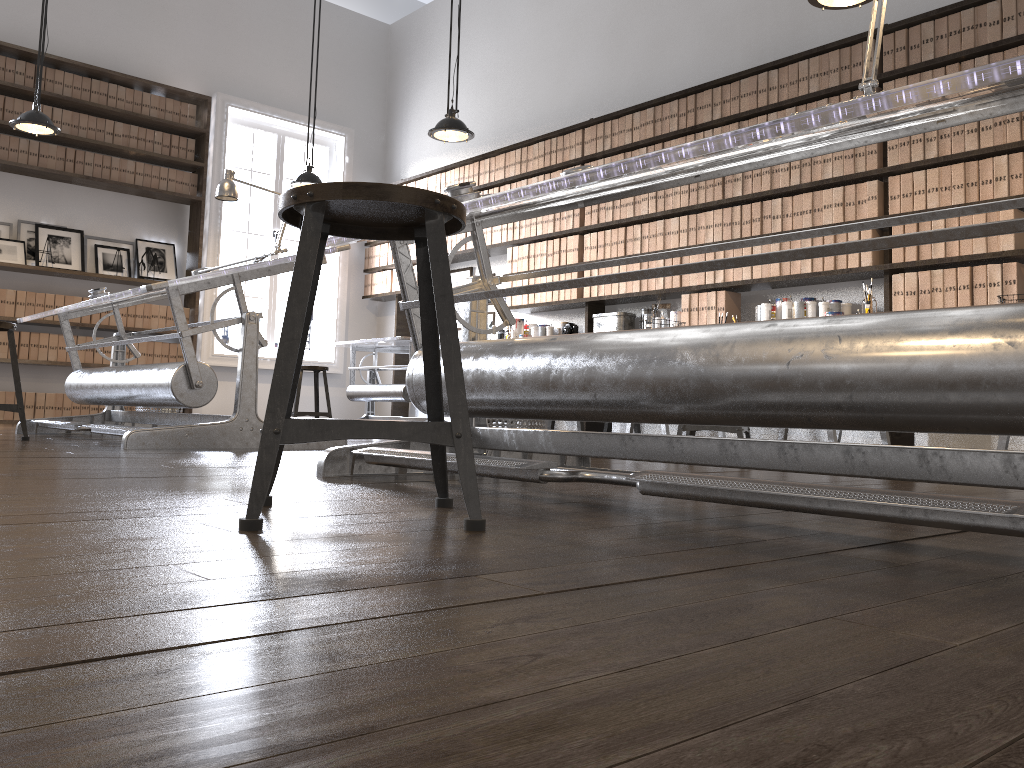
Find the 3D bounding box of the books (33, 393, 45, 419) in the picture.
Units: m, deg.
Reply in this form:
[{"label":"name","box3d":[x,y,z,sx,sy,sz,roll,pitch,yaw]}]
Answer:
[{"label":"books","box3d":[-3.846,0.183,7.173,0.067,0.227,0.174,6,-6,-41]}]

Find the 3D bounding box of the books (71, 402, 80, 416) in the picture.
[{"label":"books","box3d":[-3.646,0.196,7.355,0.066,0.226,0.174,6,-6,-41]}]

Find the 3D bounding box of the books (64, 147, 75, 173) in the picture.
[{"label":"books","box3d":[-3.720,-1.846,7.409,0.067,0.227,0.174,6,-6,-41]}]

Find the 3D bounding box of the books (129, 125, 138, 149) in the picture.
[{"label":"books","box3d":[-3.342,-2.135,7.757,0.067,0.227,0.174,6,-6,-41]}]

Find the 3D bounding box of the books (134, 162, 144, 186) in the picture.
[{"label":"books","box3d":[-3.302,-1.820,7.774,0.067,0.227,0.174,6,-6,-41]}]

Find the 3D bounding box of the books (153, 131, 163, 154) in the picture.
[{"label":"books","box3d":[-3.186,-2.125,7.895,0.066,0.226,0.174,6,-6,-41]}]

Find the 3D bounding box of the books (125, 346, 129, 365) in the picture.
[{"label":"books","box3d":[-3.363,-0.270,7.629,0.066,0.226,0.174,6,-6,-41]}]

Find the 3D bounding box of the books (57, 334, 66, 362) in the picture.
[{"label":"books","box3d":[-3.734,-0.293,7.308,0.066,0.226,0.174,6,-6,-41]}]

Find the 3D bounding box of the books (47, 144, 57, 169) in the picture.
[{"label":"books","box3d":[-3.827,-1.852,7.320,0.066,0.226,0.174,6,-6,-41]}]

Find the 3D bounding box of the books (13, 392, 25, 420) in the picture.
[{"label":"books","box3d":[-3.956,0.176,7.076,0.066,0.226,0.174,6,-6,-41]}]

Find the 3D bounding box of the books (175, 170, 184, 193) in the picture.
[{"label":"books","box3d":[-3.039,-1.803,8.001,0.067,0.227,0.174,6,-6,-41]}]

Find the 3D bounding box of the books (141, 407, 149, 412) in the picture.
[{"label":"books","box3d":[-3.228,0.221,7.712,0.066,0.226,0.174,6,-6,-41]}]

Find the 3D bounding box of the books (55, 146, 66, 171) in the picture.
[{"label":"books","box3d":[-3.780,-1.849,7.365,0.066,0.226,0.174,6,-6,-41]}]

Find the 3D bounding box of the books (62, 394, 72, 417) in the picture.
[{"label":"books","box3d":[-3.694,0.193,7.304,0.067,0.227,0.174,6,-6,-41]}]

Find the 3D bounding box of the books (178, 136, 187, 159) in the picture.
[{"label":"books","box3d":[-3.024,-2.115,8.043,0.066,0.226,0.174,6,-6,-41]}]

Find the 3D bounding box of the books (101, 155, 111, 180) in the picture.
[{"label":"books","box3d":[-3.507,-1.832,7.601,0.066,0.226,0.174,6,-6,-41]}]

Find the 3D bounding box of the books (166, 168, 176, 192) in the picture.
[{"label":"books","box3d":[-3.089,-1.807,7.958,0.066,0.226,0.174,6,-6,-41]}]

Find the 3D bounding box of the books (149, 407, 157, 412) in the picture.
[{"label":"books","box3d":[-3.178,0.225,7.763,0.066,0.226,0.174,6,-6,-41]}]

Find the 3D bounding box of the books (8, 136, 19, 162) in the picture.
[{"label":"books","box3d":[-4.038,-1.865,7.140,0.066,0.226,0.174,6,-6,-41]}]

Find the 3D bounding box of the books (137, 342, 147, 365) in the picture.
[{"label":"books","box3d":[-3.255,-0.263,7.721,0.066,0.226,0.174,6,-6,-41]}]

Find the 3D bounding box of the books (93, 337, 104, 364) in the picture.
[{"label":"books","box3d":[-3.519,-0.280,7.486,0.066,0.226,0.174,6,-6,-41]}]

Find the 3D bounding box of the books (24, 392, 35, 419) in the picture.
[{"label":"books","box3d":[-3.903,0.180,7.126,0.066,0.226,0.174,6,-6,-41]}]

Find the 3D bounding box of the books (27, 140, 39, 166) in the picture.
[{"label":"books","box3d":[-3.926,-1.858,7.228,0.066,0.226,0.174,6,-6,-41]}]

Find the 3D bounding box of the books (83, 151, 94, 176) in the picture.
[{"label":"books","box3d":[-3.611,-1.839,7.505,0.066,0.226,0.174,6,-6,-41]}]

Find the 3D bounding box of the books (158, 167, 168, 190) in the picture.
[{"label":"books","box3d":[-3.145,-1.810,7.913,0.066,0.226,0.174,6,-6,-41]}]

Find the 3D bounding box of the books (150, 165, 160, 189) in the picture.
[{"label":"books","box3d":[-3.200,-1.813,7.870,0.066,0.226,0.174,6,-6,-41]}]

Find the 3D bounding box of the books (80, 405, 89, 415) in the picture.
[{"label":"books","box3d":[-3.592,0.199,7.400,0.066,0.226,0.174,6,-6,-41]}]

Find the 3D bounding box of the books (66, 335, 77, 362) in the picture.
[{"label":"books","box3d":[-3.681,-0.289,7.353,0.066,0.226,0.174,6,-6,-41]}]

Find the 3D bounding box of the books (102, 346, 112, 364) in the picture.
[{"label":"books","box3d":[-3.467,-0.276,7.536,0.066,0.226,0.174,6,-6,-41]}]

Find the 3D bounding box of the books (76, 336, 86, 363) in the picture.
[{"label":"books","box3d":[-3.624,-0.286,7.401,0.066,0.226,0.174,6,-6,-41]}]

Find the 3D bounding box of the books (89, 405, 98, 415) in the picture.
[{"label":"books","box3d":[-3.537,0.202,7.443,0.067,0.227,0.174,6,-6,-41]}]

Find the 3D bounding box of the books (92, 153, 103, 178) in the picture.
[{"label":"books","box3d":[-3.561,-1.835,7.555,0.066,0.226,0.174,6,-6,-41]}]

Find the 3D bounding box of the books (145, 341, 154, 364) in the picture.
[{"label":"books","box3d":[-3.208,-0.260,7.763,0.066,0.226,0.174,6,-6,-41]}]

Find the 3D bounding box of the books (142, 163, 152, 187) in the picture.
[{"label":"books","box3d":[-3.251,-1.816,7.823,0.066,0.226,0.174,6,-6,-41]}]

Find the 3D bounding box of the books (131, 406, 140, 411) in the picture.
[{"label":"books","box3d":[-3.284,0.218,7.669,0.066,0.226,0.174,6,-6,-41]}]

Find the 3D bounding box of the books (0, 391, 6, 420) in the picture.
[{"label":"books","box3d":[-4.060,0.170,6.990,0.066,0.226,0.174,6,-6,-41]}]

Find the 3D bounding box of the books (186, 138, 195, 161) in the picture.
[{"label":"books","box3d":[-2.965,-2.111,8.091,0.066,0.226,0.174,6,-6,-41]}]

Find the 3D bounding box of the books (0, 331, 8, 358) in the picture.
[{"label":"books","box3d":[-4.053,-0.312,7.024,0.066,0.226,0.174,6,-6,-41]}]

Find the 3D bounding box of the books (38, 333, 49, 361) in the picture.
[{"label":"books","box3d":[-3.836,-0.299,7.210,0.066,0.226,0.174,6,-6,-41]}]

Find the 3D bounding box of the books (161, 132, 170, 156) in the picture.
[{"label":"books","box3d":[-3.136,-2.122,7.945,0.066,0.226,0.174,6,-6,-41]}]

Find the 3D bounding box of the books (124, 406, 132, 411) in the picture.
[{"label":"books","box3d":[-3.337,0.215,7.623,0.066,0.226,0.174,6,-6,-41]}]

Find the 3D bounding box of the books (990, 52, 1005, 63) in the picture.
[{"label":"books","box3d":[2.555,-1.590,4.607,0.174,0.226,0.066,5,-6,-41]}]

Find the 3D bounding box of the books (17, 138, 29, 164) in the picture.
[{"label":"books","box3d":[-3.983,-1.862,7.183,0.066,0.226,0.174,6,-6,-41]}]

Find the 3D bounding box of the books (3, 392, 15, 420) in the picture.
[{"label":"books","box3d":[-4.010,0.173,7.028,0.067,0.227,0.174,6,-6,-41]}]

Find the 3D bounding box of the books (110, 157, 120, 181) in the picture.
[{"label":"books","box3d":[-3.453,-1.829,7.641,0.067,0.227,0.174,6,-6,-41]}]

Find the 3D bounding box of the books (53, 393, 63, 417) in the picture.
[{"label":"books","box3d":[-3.747,0.190,7.264,0.066,0.226,0.174,6,-6,-41]}]

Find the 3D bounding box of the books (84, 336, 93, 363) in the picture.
[{"label":"books","box3d":[-3.573,-0.283,7.439,0.067,0.227,0.174,6,-6,-41]}]

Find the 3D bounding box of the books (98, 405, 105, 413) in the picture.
[{"label":"books","box3d":[-3.483,0.206,7.492,0.066,0.226,0.174,6,-6,-41]}]

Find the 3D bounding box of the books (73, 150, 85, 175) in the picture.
[{"label":"books","box3d":[-3.668,-1.842,7.462,0.066,0.226,0.174,6,-6,-41]}]

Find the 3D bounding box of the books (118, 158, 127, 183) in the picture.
[{"label":"books","box3d":[-3.406,-1.826,7.688,0.066,0.226,0.174,6,-6,-41]}]

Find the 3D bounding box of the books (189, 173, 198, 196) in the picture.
[{"label":"books","box3d":[-2.942,-1.797,8.093,0.066,0.226,0.174,6,-6,-41]}]

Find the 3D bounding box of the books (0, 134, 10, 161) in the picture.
[{"label":"books","box3d":[-4.089,-1.868,7.093,0.066,0.226,0.174,6,-6,-41]}]

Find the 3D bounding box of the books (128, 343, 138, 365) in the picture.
[{"label":"books","box3d":[-3.308,-0.267,7.672,0.067,0.227,0.174,6,-6,-41]}]

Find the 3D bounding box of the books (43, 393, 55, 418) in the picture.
[{"label":"books","box3d":[-3.793,0.187,7.222,0.066,0.226,0.174,6,-6,-41]}]

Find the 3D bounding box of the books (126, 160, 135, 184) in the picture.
[{"label":"books","box3d":[-3.357,-1.823,7.728,0.066,0.226,0.174,6,-6,-41]}]

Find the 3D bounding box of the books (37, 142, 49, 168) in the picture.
[{"label":"books","box3d":[-3.872,-1.855,7.275,0.067,0.227,0.174,6,-6,-41]}]

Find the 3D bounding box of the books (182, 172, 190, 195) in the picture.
[{"label":"books","box3d":[-2.994,-1.801,8.046,0.066,0.226,0.174,6,-6,-41]}]
